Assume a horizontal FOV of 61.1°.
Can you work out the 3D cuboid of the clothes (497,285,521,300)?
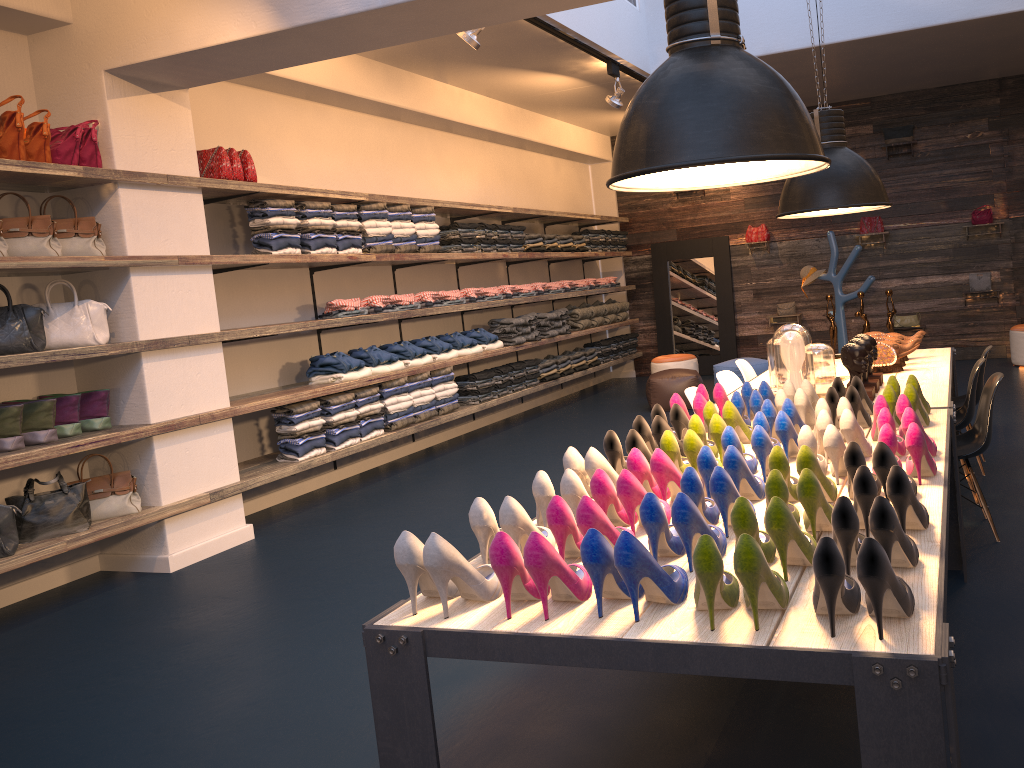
[{"bbox_3d":[-0.095,-0.977,9.279,0.303,0.154,0.372,-3,6,20],"label":"clothes"}]

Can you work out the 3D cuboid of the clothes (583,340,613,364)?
[{"bbox_3d":[1.133,-0.418,11.329,0.346,0.298,0.349,-3,6,27],"label":"clothes"}]

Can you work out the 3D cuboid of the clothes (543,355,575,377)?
[{"bbox_3d":[0.493,-0.217,10.225,0.393,0.250,0.368,-3,6,22],"label":"clothes"}]

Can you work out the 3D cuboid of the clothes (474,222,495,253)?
[{"bbox_3d":[-0.365,-1.445,8.656,0.352,0.298,0.334,-4,5,13],"label":"clothes"}]

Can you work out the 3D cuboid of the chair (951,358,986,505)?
[{"bbox_3d":[2.538,0.263,5.122,0.513,0.799,0.495,-4,4,23],"label":"chair"}]

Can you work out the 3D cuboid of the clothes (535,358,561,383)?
[{"bbox_3d":[0.300,-0.159,9.851,0.383,0.250,0.376,-2,6,34],"label":"clothes"}]

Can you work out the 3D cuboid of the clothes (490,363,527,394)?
[{"bbox_3d":[-0.045,-0.062,9.049,0.331,0.298,0.326,-3,5,25],"label":"clothes"}]

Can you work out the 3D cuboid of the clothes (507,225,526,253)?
[{"bbox_3d":[-0.048,-1.541,9.276,0.327,0.298,0.330,-3,6,31],"label":"clothes"}]

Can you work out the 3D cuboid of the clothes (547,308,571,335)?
[{"bbox_3d":[0.496,-0.725,10.217,0.377,0.316,0.372,-5,5,11],"label":"clothes"}]

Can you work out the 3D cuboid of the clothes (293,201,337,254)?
[{"bbox_3d":[-1.488,-1.155,6.452,0.235,0.409,0.344,-3,5,32],"label":"clothes"}]

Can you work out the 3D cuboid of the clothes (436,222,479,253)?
[{"bbox_3d":[-0.513,-1.397,8.344,0.346,0.298,0.349,-3,6,27],"label":"clothes"}]

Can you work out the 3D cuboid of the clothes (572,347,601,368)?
[{"bbox_3d":[0.886,-0.337,10.994,0.393,0.250,0.368,-3,6,22],"label":"clothes"}]

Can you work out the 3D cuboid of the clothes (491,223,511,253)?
[{"bbox_3d":[-0.207,-1.493,8.966,0.331,0.298,0.326,-3,5,25],"label":"clothes"}]

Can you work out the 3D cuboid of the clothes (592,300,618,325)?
[{"bbox_3d":[1.228,-0.972,11.706,0.312,0.341,0.423,-3,6,31],"label":"clothes"}]

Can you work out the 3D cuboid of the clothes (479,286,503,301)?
[{"bbox_3d":[-0.276,-0.920,8.971,0.346,0.159,0.323,-11,8,-44],"label":"clothes"}]

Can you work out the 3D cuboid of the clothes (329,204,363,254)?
[{"bbox_3d":[-1.352,-1.203,6.773,0.235,0.409,0.344,-3,5,32],"label":"clothes"}]

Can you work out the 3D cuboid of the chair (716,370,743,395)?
[{"bbox_3d":[1.600,0.310,5.484,0.504,0.799,0.503,-3,5,32],"label":"chair"}]

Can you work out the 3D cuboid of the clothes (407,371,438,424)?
[{"bbox_3d":[-0.845,0.107,7.516,0.248,0.454,0.361,-3,5,38],"label":"clothes"}]

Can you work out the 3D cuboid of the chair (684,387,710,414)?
[{"bbox_3d":[1.276,0.408,4.855,0.513,0.799,0.495,-4,4,23],"label":"chair"}]

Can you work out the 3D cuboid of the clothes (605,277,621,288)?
[{"bbox_3d":[1.328,-1.409,12.060,0.303,0.154,0.372,-3,6,20],"label":"clothes"}]

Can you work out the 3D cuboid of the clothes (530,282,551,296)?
[{"bbox_3d":[0.262,-1.085,9.977,0.303,0.154,0.372,-3,6,20],"label":"clothes"}]

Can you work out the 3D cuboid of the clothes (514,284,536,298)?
[{"bbox_3d":[0.081,-1.029,9.669,0.346,0.159,0.323,-11,8,-44],"label":"clothes"}]

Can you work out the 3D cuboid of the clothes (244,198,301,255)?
[{"bbox_3d":[-1.680,-1.103,6.131,0.235,0.409,0.344,-3,5,32],"label":"clothes"}]

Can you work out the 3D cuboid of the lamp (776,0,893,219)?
[{"bbox_3d":[1.857,-1.854,5.216,0.755,1.642,0.647,-8,4,-29],"label":"lamp"}]

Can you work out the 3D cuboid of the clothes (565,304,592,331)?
[{"bbox_3d":[0.801,-0.842,10.871,0.312,0.341,0.423,-3,6,31],"label":"clothes"}]

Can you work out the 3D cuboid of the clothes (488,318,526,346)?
[{"bbox_3d":[-0.059,-0.546,9.110,0.360,0.302,0.366,-4,5,13],"label":"clothes"}]

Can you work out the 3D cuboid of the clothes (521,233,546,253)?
[{"bbox_3d":[0.138,-1.589,9.768,0.383,0.250,0.376,-2,6,34],"label":"clothes"}]

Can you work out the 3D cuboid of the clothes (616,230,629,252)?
[{"bbox_3d":[1.436,-1.992,12.178,0.327,0.298,0.330,-3,6,31],"label":"clothes"}]

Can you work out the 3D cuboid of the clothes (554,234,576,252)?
[{"bbox_3d":[0.531,-1.709,10.537,0.383,0.250,0.376,-2,6,34],"label":"clothes"}]

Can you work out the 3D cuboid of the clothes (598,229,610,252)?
[{"bbox_3d":[1.120,-1.896,11.558,0.352,0.298,0.334,-4,5,13],"label":"clothes"}]

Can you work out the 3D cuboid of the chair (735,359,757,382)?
[{"bbox_3d":[1.889,0.213,6.136,0.513,0.799,0.495,-4,4,23],"label":"chair"}]

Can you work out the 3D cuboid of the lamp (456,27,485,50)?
[{"bbox_3d":[-0.268,-2.419,5.931,0.256,0.327,0.170,-7,4,-21],"label":"lamp"}]

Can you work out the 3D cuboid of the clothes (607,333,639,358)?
[{"bbox_3d":[1.518,-0.538,12.110,0.342,0.298,0.692,-3,6,28],"label":"clothes"}]

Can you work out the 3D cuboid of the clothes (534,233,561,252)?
[{"bbox_3d":[0.331,-1.647,10.142,0.393,0.250,0.368,-3,6,22],"label":"clothes"}]

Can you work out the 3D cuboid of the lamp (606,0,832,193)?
[{"bbox_3d":[0.548,-1.456,2.652,0.672,1.642,0.729,-5,4,16],"label":"lamp"}]

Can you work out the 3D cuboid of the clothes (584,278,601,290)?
[{"bbox_3d":[0.979,-1.303,11.378,0.303,0.154,0.372,-3,6,20],"label":"clothes"}]

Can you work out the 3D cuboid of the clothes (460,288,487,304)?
[{"bbox_3d":[-0.443,-0.871,8.597,0.303,0.154,0.372,-3,6,20],"label":"clothes"}]

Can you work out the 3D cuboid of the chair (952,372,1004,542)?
[{"bbox_3d":[2.268,0.359,4.462,0.520,0.799,0.489,-4,4,18],"label":"chair"}]

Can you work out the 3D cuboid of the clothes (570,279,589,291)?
[{"bbox_3d":[0.798,-1.247,11.070,0.346,0.159,0.323,-11,8,-44],"label":"clothes"}]

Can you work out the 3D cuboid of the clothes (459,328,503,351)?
[{"bbox_3d":[-0.359,-0.443,8.730,0.399,0.240,0.456,-3,6,24],"label":"clothes"}]

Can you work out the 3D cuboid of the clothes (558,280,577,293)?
[{"bbox_3d":[0.611,-1.191,10.658,0.303,0.154,0.372,-3,6,20],"label":"clothes"}]

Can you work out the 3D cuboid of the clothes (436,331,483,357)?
[{"bbox_3d":[-0.554,-0.384,8.351,0.389,0.240,0.466,-1,7,40],"label":"clothes"}]

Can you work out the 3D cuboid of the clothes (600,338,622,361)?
[{"bbox_3d":[1.282,-0.466,11.641,0.352,0.298,0.334,-4,5,13],"label":"clothes"}]

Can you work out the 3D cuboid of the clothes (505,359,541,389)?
[{"bbox_3d":[0.114,-0.111,9.359,0.327,0.298,0.330,-3,6,31],"label":"clothes"}]

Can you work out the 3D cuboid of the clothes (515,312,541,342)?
[{"bbox_3d":[0.114,-0.609,9.471,0.377,0.316,0.372,-5,5,11],"label":"clothes"}]

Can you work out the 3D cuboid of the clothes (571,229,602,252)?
[{"bbox_3d":[0.971,-1.848,11.246,0.346,0.298,0.349,-3,6,27],"label":"clothes"}]

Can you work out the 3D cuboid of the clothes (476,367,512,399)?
[{"bbox_3d":[-0.203,-0.014,8.740,0.352,0.298,0.334,-4,5,13],"label":"clothes"}]

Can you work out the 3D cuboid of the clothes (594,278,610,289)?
[{"bbox_3d":[1.146,-1.352,11.752,0.346,0.159,0.323,-11,8,-44],"label":"clothes"}]

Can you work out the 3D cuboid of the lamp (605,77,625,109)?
[{"bbox_3d":[0.998,-2.804,8.406,0.193,0.326,0.226,-7,5,-21],"label":"lamp"}]

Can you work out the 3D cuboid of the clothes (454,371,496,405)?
[{"bbox_3d":[-0.351,0.033,8.427,0.346,0.298,0.349,-3,6,27],"label":"clothes"}]

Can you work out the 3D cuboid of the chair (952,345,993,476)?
[{"bbox_3d":[2.914,0.163,5.728,0.510,0.799,0.497,-4,5,26],"label":"chair"}]

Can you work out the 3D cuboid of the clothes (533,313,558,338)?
[{"bbox_3d":[0.323,-0.662,9.857,0.360,0.302,0.366,-4,5,13],"label":"clothes"}]

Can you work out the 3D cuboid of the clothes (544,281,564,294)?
[{"bbox_3d":[0.429,-1.135,10.351,0.346,0.159,0.323,-11,8,-44],"label":"clothes"}]

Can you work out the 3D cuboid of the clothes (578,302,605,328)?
[{"bbox_3d":[1.014,-0.907,11.288,0.312,0.341,0.423,-3,6,31],"label":"clothes"}]

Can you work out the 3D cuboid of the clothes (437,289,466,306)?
[{"bbox_3d":[-0.625,-0.814,8.289,0.346,0.159,0.323,-11,8,-44],"label":"clothes"}]

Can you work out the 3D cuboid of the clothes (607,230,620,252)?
[{"bbox_3d":[1.278,-1.944,11.867,0.331,0.298,0.326,-3,5,25],"label":"clothes"}]

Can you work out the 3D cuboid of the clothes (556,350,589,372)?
[{"bbox_3d":[0.693,-0.278,10.620,0.383,0.250,0.376,-2,6,34],"label":"clothes"}]

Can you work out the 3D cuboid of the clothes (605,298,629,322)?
[{"bbox_3d":[1.441,-1.037,12.123,0.312,0.341,0.423,-3,6,31],"label":"clothes"}]

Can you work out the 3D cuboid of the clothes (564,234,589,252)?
[{"bbox_3d":[0.724,-1.767,10.910,0.393,0.250,0.368,-3,6,22],"label":"clothes"}]
